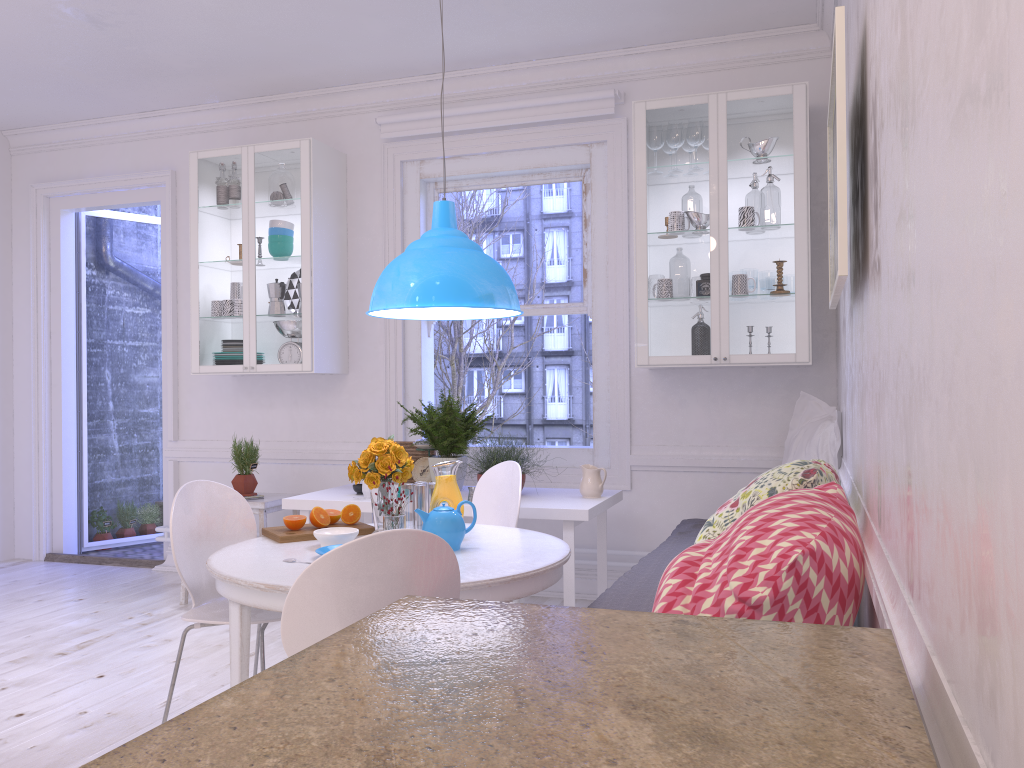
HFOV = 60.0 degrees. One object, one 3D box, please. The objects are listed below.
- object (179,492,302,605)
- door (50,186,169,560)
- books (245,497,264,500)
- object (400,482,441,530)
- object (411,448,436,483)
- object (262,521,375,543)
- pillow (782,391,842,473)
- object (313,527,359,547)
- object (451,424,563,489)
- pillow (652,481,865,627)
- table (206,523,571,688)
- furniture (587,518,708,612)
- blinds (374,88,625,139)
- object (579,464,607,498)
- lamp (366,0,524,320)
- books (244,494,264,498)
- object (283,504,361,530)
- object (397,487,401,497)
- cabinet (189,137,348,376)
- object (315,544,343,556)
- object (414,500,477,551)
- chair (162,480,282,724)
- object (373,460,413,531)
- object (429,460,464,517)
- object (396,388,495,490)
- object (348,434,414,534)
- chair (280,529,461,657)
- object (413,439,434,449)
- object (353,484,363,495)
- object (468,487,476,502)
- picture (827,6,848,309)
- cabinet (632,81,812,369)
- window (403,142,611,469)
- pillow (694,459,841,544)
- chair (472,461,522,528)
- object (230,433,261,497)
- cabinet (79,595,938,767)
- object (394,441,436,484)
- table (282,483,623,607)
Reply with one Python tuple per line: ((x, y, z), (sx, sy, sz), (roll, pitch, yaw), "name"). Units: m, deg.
((-1.494, 0.911, 4.958), (0.418, 0.534, 0.599), (-1, 0, 18), "object")
((-2.514, -0.045, 6.397), (1.009, 2.474, 1.021), (-1, 0, 18), "door")
((-1.539, 0.639, 5.007), (0.180, 0.011, 0.246), (0, 0, -42), "books")
((-0.316, 0.437, 3.073), (0.122, 0.186, 0.101), (0, 0, -42), "object")
((-0.441, 0.445, 4.684), (0.159, 0.208, 0.185), (-1, 0, 18), "object")
((-0.687, 0.522, 3.154), (0.347, 0.024, 0.224), (0, 0, -32), "object")
((1.367, 0.353, 4.115), (0.374, 0.642, 0.677), (-1, 0, -11), "pillow")
((-0.575, 0.506, 2.903), (0.147, 0.052, 0.147), (0, 0, -29), "object")
((-0.033, 0.376, 4.324), (0.668, 0.367, 0.531), (-1, 0, 43), "object")
((0.590, 0.463, 2.144), (0.491, 0.424, 0.587), (-1, 0, 21), "pillow")
((-0.378, 0.844, 2.850), (1.140, 0.629, 1.140), (0, 0, -43), "table")
((0.661, 0.894, 2.808), (0.769, 0.508, 3.296), (-1, 0, 18), "furniture")
((-0.102, -1.492, 4.938), (1.451, 0.131, 0.136), (-1, 0, 18), "blinds")
((0.383, 0.461, 4.218), (0.127, 0.152, 0.115), (-1, 0, 1), "object")
((-0.251, -1.225, 3.210), (0.568, 1.948, 0.568), (0, 0, -37), "lamp")
((-1.539, 0.630, 5.007), (0.180, 0.007, 0.246), (0, 0, -42), "books")
((-0.688, 0.474, 3.180), (0.285, 0.075, 0.129), (0, 0, -35), "object")
((-0.519, 0.519, 4.306), (0.121, 0.055, 0.121), (0, 0, -31), "object")
((-1.441, -0.712, 5.226), (0.823, 1.311, 0.425), (-1, 0, 18), "cabinet")
((-0.503, 0.519, 2.720), (0.196, 0.023, 0.196), (-1, 0, 6), "object")
((-0.210, 0.452, 2.836), (0.156, 0.151, 0.150), (-1, 0, 22), "object")
((-0.834, 0.743, 2.902), (0.483, 0.845, 0.604), (-1, 0, 18), "chair")
((-0.378, 0.386, 2.863), (0.128, 0.287, 0.128), (-1, 0, 20), "object")
((-0.224, 0.396, 3.016), (0.116, 0.267, 0.094), (0, 0, -45), "object")
((-0.343, 0.282, 4.529), (0.438, 0.527, 0.368), (-1, 0, 19), "object")
((-0.458, 0.356, 3.130), (0.234, 0.351, 0.235), (-1, 0, -17), "object")
((-0.390, 0.735, 2.083), (0.604, 0.845, 0.483), (0, 0, -37), "chair")
((-0.444, 0.318, 4.696), (0.163, 0.047, 0.164), (0, 0, -22), "object")
((-0.754, 0.525, 4.418), (0.079, 0.048, 0.082), (0, 0, -22), "object")
((-0.173, 0.509, 4.076), (0.066, 0.067, 0.052), (-1, 0, 19), "object")
((0.921, -0.566, 2.525), (0.020, 0.629, 0.971), (-1, 0, 18), "picture")
((1.043, -0.740, 4.396), (0.823, 1.311, 0.425), (-1, 0, 18), "cabinet")
((-0.021, -0.423, 5.108), (1.234, 1.782, 0.181), (-1, 0, 18), "window")
((0.810, 0.459, 2.792), (0.509, 0.447, 0.592), (-1, 0, 23), "pillow")
((-0.207, 0.739, 3.527), (0.483, 0.845, 0.604), (0, 0, -26), "chair")
((-1.494, 0.442, 4.982), (0.186, 0.367, 0.196), (0, 0, -27), "object")
((-0.003, 0.726, 0.701), (0.654, 0.842, 1.036), (-1, 0, 18), "cabinet")
((-0.555, 0.432, 4.835), (0.294, 0.237, 0.028), (-1, 0, 18), "object")
((-0.271, 0.854, 4.376), (1.514, 0.619, 0.736), (-1, 0, 18), "table")
